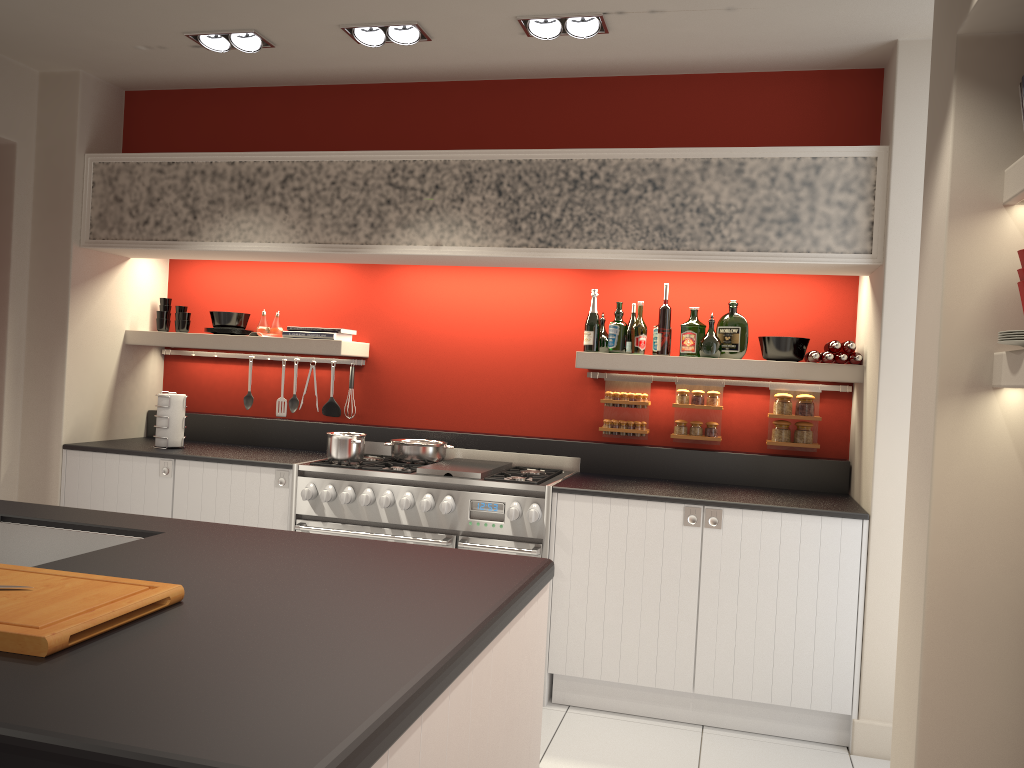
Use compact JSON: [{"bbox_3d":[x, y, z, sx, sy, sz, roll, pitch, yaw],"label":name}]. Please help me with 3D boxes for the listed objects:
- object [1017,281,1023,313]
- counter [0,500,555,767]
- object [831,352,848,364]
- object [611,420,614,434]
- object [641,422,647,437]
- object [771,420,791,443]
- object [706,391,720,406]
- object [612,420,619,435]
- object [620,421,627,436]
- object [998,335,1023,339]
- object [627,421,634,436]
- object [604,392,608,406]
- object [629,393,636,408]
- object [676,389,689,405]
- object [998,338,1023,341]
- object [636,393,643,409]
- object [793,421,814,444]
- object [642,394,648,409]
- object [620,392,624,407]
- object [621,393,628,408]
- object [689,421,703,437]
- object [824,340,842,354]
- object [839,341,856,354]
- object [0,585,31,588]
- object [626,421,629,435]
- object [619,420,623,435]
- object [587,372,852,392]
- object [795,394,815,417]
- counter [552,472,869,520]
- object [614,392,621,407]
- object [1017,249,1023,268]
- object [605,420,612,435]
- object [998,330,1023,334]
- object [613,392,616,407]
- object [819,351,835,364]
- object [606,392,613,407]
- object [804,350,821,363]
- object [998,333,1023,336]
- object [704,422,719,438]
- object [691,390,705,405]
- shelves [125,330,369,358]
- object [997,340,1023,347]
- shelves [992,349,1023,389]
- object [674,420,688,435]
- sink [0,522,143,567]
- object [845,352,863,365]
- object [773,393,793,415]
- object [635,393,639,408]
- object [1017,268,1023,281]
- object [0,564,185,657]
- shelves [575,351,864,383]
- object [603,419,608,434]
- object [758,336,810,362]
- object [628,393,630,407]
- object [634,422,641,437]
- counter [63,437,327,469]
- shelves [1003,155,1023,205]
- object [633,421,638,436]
[{"bbox_3d":[1.482,-0.194,2.346,0.260,0.146,0.260,3,1,18],"label":"object"},{"bbox_3d":[-1.049,0.435,1.960,2.054,0.050,1.415,3,1,14],"label":"counter"},{"bbox_3d":[1.597,-0.125,4.318,0.061,0.061,0.366,3,1,14],"label":"object"},{"bbox_3d":[0.543,0.229,4.742,0.034,0.078,0.034,3,1,35],"label":"object"},{"bbox_3d":[0.696,0.238,4.703,0.034,0.078,0.034,3,1,35],"label":"object"},{"bbox_3d":[1.371,0.243,4.511,0.093,0.120,0.094,4,1,35],"label":"object"},{"bbox_3d":[1.044,0.080,4.599,0.068,0.088,0.068,4,1,35],"label":"object"},{"bbox_3d":[0.550,0.230,4.701,0.034,0.078,0.034,3,1,35],"label":"object"},{"bbox_3d":[0.588,0.232,4.691,0.034,0.078,0.034,3,1,35],"label":"object"},{"bbox_3d":[1.477,-0.109,2.346,0.339,0.020,0.339,3,1,17],"label":"object"},{"bbox_3d":[0.626,0.235,4.681,0.034,0.078,0.034,3,1,35],"label":"object"},{"bbox_3d":[0.513,0.079,4.751,0.034,0.078,0.034,3,1,35],"label":"object"},{"bbox_3d":[0.634,0.087,4.680,0.034,0.078,0.034,3,1,35],"label":"object"},{"bbox_3d":[0.893,0.071,4.638,0.068,0.088,0.068,4,1,35],"label":"object"},{"bbox_3d":[1.477,-0.102,2.346,0.339,0.020,0.339,3,1,17],"label":"object"},{"bbox_3d":[0.672,0.089,4.670,0.034,0.078,0.034,3,1,35],"label":"object"},{"bbox_3d":[1.475,0.249,4.485,0.093,0.120,0.094,4,1,35],"label":"object"},{"bbox_3d":[0.704,0.090,4.702,0.034,0.078,0.034,3,1,35],"label":"object"},{"bbox_3d":[0.589,0.083,4.732,0.034,0.078,0.034,3,1,35],"label":"object"},{"bbox_3d":[0.596,0.084,4.690,0.034,0.078,0.034,3,1,35],"label":"object"},{"bbox_3d":[0.960,0.235,4.620,0.068,0.088,0.068,4,1,35],"label":"object"},{"bbox_3d":[1.570,-0.180,4.327,0.062,0.062,0.366,3,1,14],"label":"object"},{"bbox_3d":[1.625,-0.177,4.289,0.062,0.062,0.366,3,1,14],"label":"object"},{"bbox_3d":[-1.051,0.375,1.647,0.302,0.010,0.035,3,1,-15],"label":"object"},{"bbox_3d":[0.620,0.234,4.723,0.034,0.078,0.034,3,1,35],"label":"object"},{"bbox_3d":[0.581,0.231,4.733,0.034,0.078,0.034,3,1,35],"label":"object"},{"bbox_3d":[1.069,-0.012,4.673,1.355,0.034,0.048,3,1,14],"label":"object"},{"bbox_3d":[1.482,0.112,4.484,0.093,0.120,0.094,4,1,35],"label":"object"},{"bbox_3d":[0.927,0.520,4.229,1.360,0.026,0.699,3,1,14],"label":"counter"},{"bbox_3d":[0.559,0.082,4.699,0.034,0.078,0.034,3,1,35],"label":"object"},{"bbox_3d":[1.480,-0.289,2.342,0.260,0.161,0.260,3,1,-19],"label":"object"},{"bbox_3d":[0.513,0.228,4.710,0.034,0.078,0.034,3,1,35],"label":"object"},{"bbox_3d":[1.478,-0.122,2.346,0.339,0.020,0.339,3,1,17],"label":"object"},{"bbox_3d":[0.551,0.081,4.741,0.034,0.078,0.034,3,1,35],"label":"object"},{"bbox_3d":[1.531,-0.128,4.313,0.062,0.062,0.366,3,1,14],"label":"object"},{"bbox_3d":[0.521,0.080,4.709,0.034,0.078,0.034,3,1,35],"label":"object"},{"bbox_3d":[1.471,-0.132,4.328,0.062,0.062,0.366,3,1,14],"label":"object"},{"bbox_3d":[1.477,-0.115,2.346,0.339,0.020,0.339,3,1,17],"label":"object"},{"bbox_3d":[1.035,0.240,4.601,0.068,0.088,0.068,4,1,35],"label":"object"},{"bbox_3d":[0.968,0.075,4.619,0.068,0.088,0.068,4,1,35],"label":"object"},{"bbox_3d":[-1.548,-0.235,5.174,1.379,0.083,0.376,3,1,14],"label":"shelves"},{"bbox_3d":[1.476,-0.096,2.346,0.339,0.020,0.339,3,1,17],"label":"object"},{"bbox_3d":[1.316,-0.029,1.368,0.437,0.100,2.394,3,1,14],"label":"shelves"},{"bbox_3d":[0.884,0.231,4.639,0.068,0.088,0.068,4,1,35],"label":"object"},{"bbox_3d":[-1.296,0.543,2.275,0.567,0.258,0.516,3,1,14],"label":"sink"},{"bbox_3d":[1.654,-0.121,4.283,0.061,0.061,0.366,3,1,14],"label":"object"},{"bbox_3d":[1.379,0.106,4.510,0.093,0.120,0.094,4,1,35],"label":"object"},{"bbox_3d":[0.666,0.088,4.712,0.034,0.078,0.034,3,1,35],"label":"object"},{"bbox_3d":[1.481,-0.238,2.345,0.260,0.159,0.260,3,1,-4],"label":"object"},{"bbox_3d":[-0.972,0.401,1.650,0.570,0.033,0.372,3,1,13],"label":"object"},{"bbox_3d":[1.037,-0.085,4.513,1.379,0.083,0.376,3,1,14],"label":"shelves"},{"bbox_3d":[0.505,0.227,4.752,0.034,0.078,0.034,3,1,35],"label":"object"},{"bbox_3d":[1.362,-0.171,4.453,0.251,0.121,0.251,3,1,-4],"label":"object"},{"bbox_3d":[0.628,0.086,4.722,0.034,0.078,0.034,3,1,35],"label":"object"},{"bbox_3d":[0.664,0.237,4.672,0.034,0.078,0.034,3,1,35],"label":"object"},{"bbox_3d":[-1.648,0.371,4.888,1.360,0.026,0.699,3,1,14],"label":"counter"},{"bbox_3d":[1.345,-0.559,1.364,0.437,0.100,2.394,3,1,14],"label":"shelves"},{"bbox_3d":[0.658,0.236,4.713,0.034,0.078,0.034,3,1,35],"label":"object"}]
